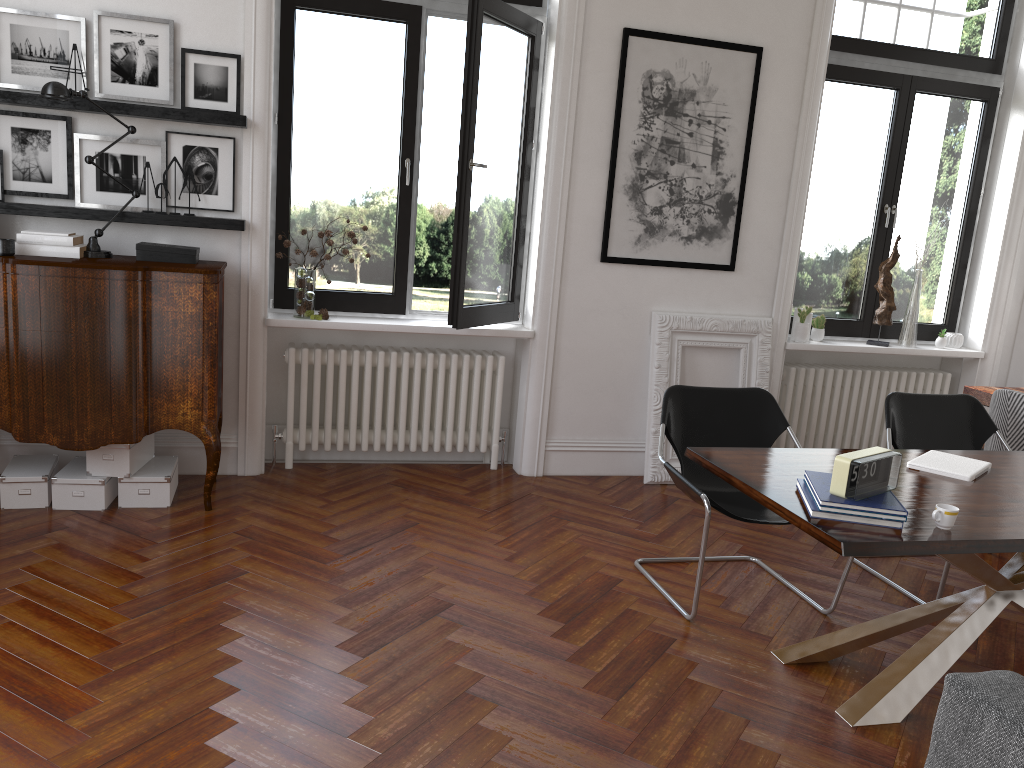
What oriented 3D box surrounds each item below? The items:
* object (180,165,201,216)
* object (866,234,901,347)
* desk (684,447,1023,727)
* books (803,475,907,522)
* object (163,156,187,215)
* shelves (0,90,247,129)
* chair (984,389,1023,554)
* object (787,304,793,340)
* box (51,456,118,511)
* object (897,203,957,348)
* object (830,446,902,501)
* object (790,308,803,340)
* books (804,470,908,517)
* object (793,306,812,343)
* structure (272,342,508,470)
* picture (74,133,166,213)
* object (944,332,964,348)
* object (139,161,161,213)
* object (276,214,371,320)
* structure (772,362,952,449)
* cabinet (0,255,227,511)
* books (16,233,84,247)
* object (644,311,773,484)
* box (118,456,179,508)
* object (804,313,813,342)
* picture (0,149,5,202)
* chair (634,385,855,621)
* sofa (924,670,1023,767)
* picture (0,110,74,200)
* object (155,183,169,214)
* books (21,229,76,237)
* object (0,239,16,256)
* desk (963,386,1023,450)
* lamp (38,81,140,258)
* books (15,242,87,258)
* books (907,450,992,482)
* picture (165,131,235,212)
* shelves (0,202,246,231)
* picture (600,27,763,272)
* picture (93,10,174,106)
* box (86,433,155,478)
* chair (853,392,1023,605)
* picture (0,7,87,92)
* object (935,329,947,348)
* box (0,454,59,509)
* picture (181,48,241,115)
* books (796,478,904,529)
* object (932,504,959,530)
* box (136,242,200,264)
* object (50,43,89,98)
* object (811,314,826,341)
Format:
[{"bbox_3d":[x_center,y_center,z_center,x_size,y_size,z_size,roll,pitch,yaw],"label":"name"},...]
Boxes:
[{"bbox_3d":[-1.682,-1.007,4.627,0.110,0.263,0.040,1,12,-15],"label":"object"},{"bbox_3d":[2.524,-0.632,5.974,0.165,0.757,0.142,11,13,26],"label":"object"},{"bbox_3d":[1.839,0.743,3.311,2.226,0.754,1.025,2,12,-15],"label":"desk"},{"bbox_3d":[1.074,0.357,2.802,0.250,0.017,0.343,6,11,9],"label":"books"},{"bbox_3d":[-1.741,-1.022,4.579,0.118,0.300,0.040,1,12,-15],"label":"object"},{"bbox_3d":[-2.101,-1.374,4.382,1.515,0.055,0.157,2,11,-15],"label":"shelves"},{"bbox_3d":[2.802,0.484,4.732,0.547,0.903,0.713,0,12,-22],"label":"chair"},{"bbox_3d":[1.826,-0.416,5.901,0.051,0.239,0.051,9,13,19],"label":"object"},{"bbox_3d":[-2.135,0.506,4.487,0.245,0.177,0.392,3,11,-10],"label":"box"},{"bbox_3d":[2.810,-0.766,5.992,0.296,1.058,0.288,2,12,-12],"label":"object"},{"bbox_3d":[1.107,0.278,2.765,0.275,0.126,0.081,-5,15,-41],"label":"object"},{"bbox_3d":[1.894,-0.397,5.902,0.051,0.214,0.051,9,13,19],"label":"object"},{"bbox_3d":[1.076,0.341,2.799,0.250,0.017,0.343,6,11,9],"label":"books"},{"bbox_3d":[1.902,-0.395,5.814,0.102,0.245,0.098,-4,15,-37],"label":"object"},{"bbox_3d":[-0.719,0.169,5.441,1.453,0.782,0.224,2,12,-15],"label":"structure"},{"bbox_3d":[-2.006,-1.076,4.549,0.434,0.366,0.020,2,12,-15],"label":"picture"},{"bbox_3d":[3.129,-0.311,6.288,0.134,0.098,0.132,-6,16,-44],"label":"object"},{"bbox_3d":[-1.865,-1.005,4.541,0.124,0.261,0.040,1,12,-15],"label":"object"},{"bbox_3d":[-1.050,-0.677,5.081,0.541,0.602,0.316,-6,16,-43],"label":"object"},{"bbox_3d":[2.440,0.265,6.295,1.453,0.782,0.224,2,12,-15],"label":"structure"},{"bbox_3d":[-2.088,-0.010,4.393,1.266,1.223,0.637,2,12,-15],"label":"cabinet"},{"bbox_3d":[-2.211,-0.696,4.257,0.239,0.044,0.253,2,11,-15],"label":"books"},{"bbox_3d":[1.248,0.102,5.594,0.830,1.067,0.232,2,12,-15],"label":"object"},{"bbox_3d":[-1.875,0.508,4.588,0.245,0.177,0.392,2,11,-15],"label":"box"},{"bbox_3d":[1.962,-0.379,5.900,0.051,0.189,0.051,9,13,19],"label":"object"},{"bbox_3d":[-2.668,-1.036,4.358,0.300,0.254,0.020,2,12,-15],"label":"picture"},{"bbox_3d":[1.010,0.507,3.878,0.752,0.876,0.742,2,12,-15],"label":"chair"},{"bbox_3d":[2.371,1.077,1.822,2.645,0.832,1.256,2,11,-15],"label":"sofa"},{"bbox_3d":[-2.401,-1.143,4.430,0.373,0.408,0.020,2,12,-15],"label":"picture"},{"bbox_3d":[-1.796,-0.949,4.544,0.066,0.161,0.040,1,12,-15],"label":"object"},{"bbox_3d":[-2.207,-0.720,4.230,0.200,0.014,0.178,2,11,-15],"label":"books"},{"bbox_3d":[-2.305,-0.618,4.027,0.091,0.078,0.091,-5,15,-41],"label":"object"},{"bbox_3d":[3.363,0.570,4.918,0.647,0.761,1.790,2,11,-15],"label":"desk"},{"bbox_3d":[-2.030,-1.017,4.298,0.174,0.806,0.490,14,15,38],"label":"lamp"},{"bbox_3d":[-2.215,-0.645,4.262,0.294,0.057,0.228,2,11,-15],"label":"books"},{"bbox_3d":[1.695,0.315,3.429,0.230,0.026,0.325,13,14,39],"label":"books"},{"bbox_3d":[-1.631,-1.108,4.643,0.343,0.386,0.020,2,12,-15],"label":"picture"},{"bbox_3d":[-2.143,-0.861,4.492,1.515,0.055,0.155,2,11,-15],"label":"shelves"},{"bbox_3d":[1.010,-1.364,5.288,0.883,1.329,0.035,2,12,-15],"label":"picture"},{"bbox_3d":[-1.894,-1.632,4.449,0.369,0.410,0.020,2,12,-15],"label":"picture"},{"bbox_3d":[-1.988,0.332,4.517,0.209,0.177,0.392,4,11,-5],"label":"box"},{"bbox_3d":[2.145,0.542,4.185,0.752,0.876,0.742,2,12,-15],"label":"chair"},{"bbox_3d":[-2.311,-1.624,4.341,0.415,0.369,0.020,2,12,-15],"label":"picture"},{"bbox_3d":[2.985,-0.317,6.161,0.072,0.135,0.072,7,12,10],"label":"object"},{"bbox_3d":[-2.411,0.491,4.443,0.209,0.177,0.392,1,12,-20],"label":"box"},{"bbox_3d":[-1.548,-1.549,4.560,0.289,0.305,0.020,2,12,-15],"label":"picture"},{"bbox_3d":[1.062,0.376,2.817,0.264,0.027,0.346,6,11,9],"label":"books"},{"bbox_3d":[1.300,0.401,2.676,0.082,0.065,0.064,6,11,5],"label":"object"},{"bbox_3d":[-1.732,-0.659,4.473,0.282,0.087,0.207,2,11,-15],"label":"box"},{"bbox_3d":[-2.165,-1.531,4.340,0.174,0.261,0.040,2,12,-15],"label":"object"},{"bbox_3d":[2.070,-0.383,5.978,0.097,0.186,0.098,6,12,7],"label":"object"}]
